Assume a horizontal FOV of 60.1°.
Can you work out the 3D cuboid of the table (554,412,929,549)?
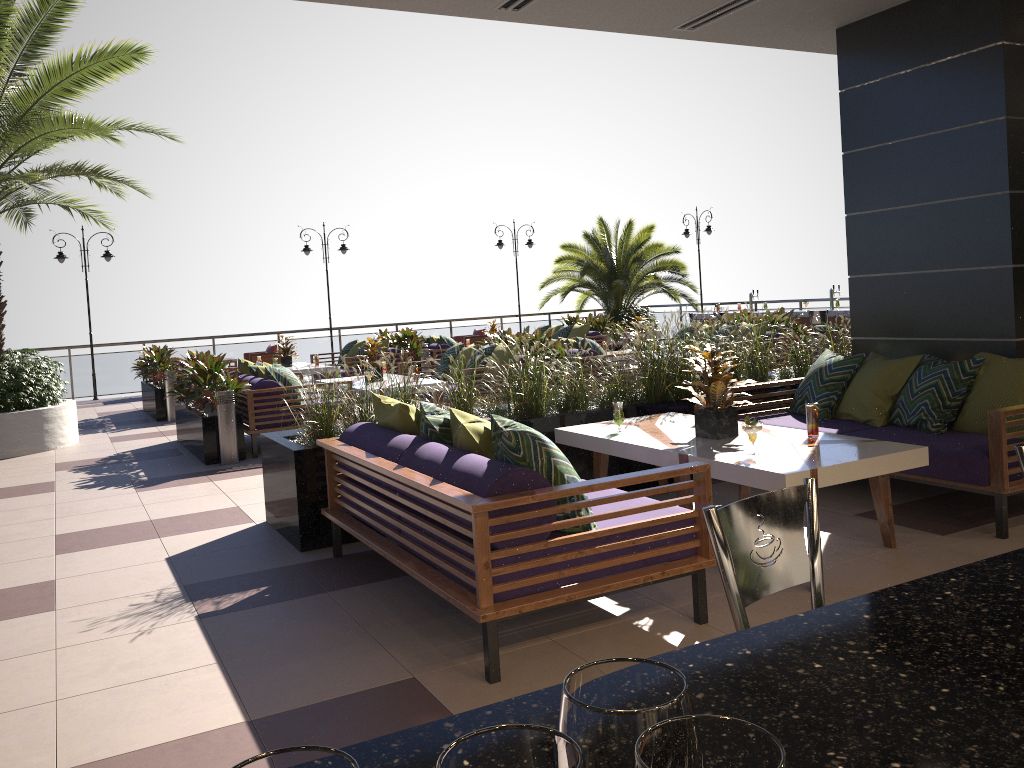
[{"bbox_3d":[1.175,0.573,5.041,0.943,0.552,2.039,-6,6,-27],"label":"table"}]

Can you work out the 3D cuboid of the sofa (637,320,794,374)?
[{"bbox_3d":[2.838,-0.430,12.682,1.121,0.917,2.129,-6,5,-27],"label":"sofa"}]

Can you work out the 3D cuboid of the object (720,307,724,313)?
[{"bbox_3d":[4.241,-1.454,17.909,0.105,0.208,0.106,-2,3,38],"label":"object"}]

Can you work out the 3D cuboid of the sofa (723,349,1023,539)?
[{"bbox_3d":[2.493,0.246,5.715,1.121,0.917,2.129,-6,5,-27],"label":"sofa"}]

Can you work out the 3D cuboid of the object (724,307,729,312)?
[{"bbox_3d":[4.342,-1.464,17.948,0.105,0.208,0.106,-2,3,38],"label":"object"}]

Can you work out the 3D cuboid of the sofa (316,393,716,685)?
[{"bbox_3d":[-0.120,0.535,4.365,1.121,0.917,2.129,-6,5,-27],"label":"sofa"}]

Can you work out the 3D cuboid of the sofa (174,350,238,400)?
[{"bbox_3d":[-4.644,-0.074,13.835,1.121,0.917,2.129,-6,5,-27],"label":"sofa"}]

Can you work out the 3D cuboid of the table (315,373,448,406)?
[{"bbox_3d":[-1.563,0.240,10.403,0.943,0.552,2.039,-6,6,-27],"label":"table"}]

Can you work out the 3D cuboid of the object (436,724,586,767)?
[{"bbox_3d":[0.005,0.337,0.554,0.105,0.208,0.105,-5,3,-22],"label":"object"}]

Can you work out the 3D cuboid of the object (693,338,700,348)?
[{"bbox_3d":[2.453,-0.509,11.713,0.106,0.197,0.106,-3,3,6],"label":"object"}]

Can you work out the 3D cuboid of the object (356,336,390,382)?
[{"bbox_3d":[-1.619,-0.295,10.374,0.425,0.525,0.431,-4,3,-10],"label":"object"}]

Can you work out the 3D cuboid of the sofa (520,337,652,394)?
[{"bbox_3d":[0.787,-0.204,11.627,1.121,0.917,2.129,-6,5,-27],"label":"sofa"}]

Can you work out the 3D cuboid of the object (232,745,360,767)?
[{"bbox_3d":[-0.132,0.347,0.543,0.105,0.208,0.105,-5,3,-22],"label":"object"}]

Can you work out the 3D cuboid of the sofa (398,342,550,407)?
[{"bbox_3d":[-0.535,-0.055,10.911,1.121,0.917,2.129,-6,5,-27],"label":"sofa"}]

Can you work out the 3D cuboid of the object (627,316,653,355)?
[{"bbox_3d":[1.743,-0.666,12.107,0.430,0.525,0.425,-4,3,-15],"label":"object"}]

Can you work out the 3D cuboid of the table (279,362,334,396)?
[{"bbox_3d":[-3.615,-0.006,14.372,0.943,0.552,2.039,-6,6,-27],"label":"table"}]

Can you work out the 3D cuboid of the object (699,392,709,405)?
[{"bbox_3d":[1.231,0.145,5.647,0.069,0.181,0.068,-6,3,-44],"label":"object"}]

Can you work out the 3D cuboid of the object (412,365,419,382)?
[{"bbox_3d":[-1.090,-0.123,9.985,0.067,0.189,0.085,-3,2,3],"label":"object"}]

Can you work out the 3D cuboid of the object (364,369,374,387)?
[{"bbox_3d":[-1.569,-0.073,9.729,0.106,0.197,0.106,-3,3,6],"label":"object"}]

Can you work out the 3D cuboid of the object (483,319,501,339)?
[{"bbox_3d":[-0.340,-0.914,16.114,0.425,0.525,0.431,-4,3,0],"label":"object"}]

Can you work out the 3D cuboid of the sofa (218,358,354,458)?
[{"bbox_3d":[-2.591,0.171,9.863,1.121,0.917,2.129,-6,5,-27],"label":"sofa"}]

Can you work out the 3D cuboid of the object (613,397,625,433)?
[{"bbox_3d":[0.650,0.188,5.408,0.069,0.211,0.068,-6,3,-44],"label":"object"}]

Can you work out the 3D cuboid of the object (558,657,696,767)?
[{"bbox_3d":[0.089,0.323,0.653,0.105,0.208,0.105,-5,3,-22],"label":"object"}]

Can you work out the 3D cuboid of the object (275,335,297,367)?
[{"bbox_3d":[-3.669,-0.539,14.329,0.430,0.525,0.426,-3,3,5],"label":"object"}]

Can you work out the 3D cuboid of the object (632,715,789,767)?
[{"bbox_3d":[0.128,0.330,0.551,0.105,0.208,0.105,-5,3,-22],"label":"object"}]

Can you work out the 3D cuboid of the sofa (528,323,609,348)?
[{"bbox_3d":[0.785,-0.676,16.654,1.121,0.917,2.129,-6,5,-27],"label":"sofa"}]

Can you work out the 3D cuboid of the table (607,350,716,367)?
[{"bbox_3d":[1.808,-0.133,12.146,0.943,0.552,2.039,-6,6,-27],"label":"table"}]

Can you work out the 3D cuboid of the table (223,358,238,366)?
[{"bbox_3d":[-5.839,-0.176,17.443,0.741,0.588,0.756,-6,5,-27],"label":"table"}]

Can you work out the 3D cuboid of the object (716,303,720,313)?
[{"bbox_3d":[4.069,-1.493,17.465,0.067,0.189,0.085,-4,2,-2],"label":"object"}]

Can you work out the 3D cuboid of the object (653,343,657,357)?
[{"bbox_3d":[1.858,-0.437,11.424,0.069,0.181,0.069,-5,3,-39],"label":"object"}]

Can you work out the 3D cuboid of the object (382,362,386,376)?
[{"bbox_3d":[-1.602,-0.186,11.039,0.069,0.181,0.069,-3,2,6],"label":"object"}]

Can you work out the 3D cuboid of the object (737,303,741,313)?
[{"bbox_3d":[4.350,-1.456,16.931,0.068,0.181,0.069,-2,3,35],"label":"object"}]

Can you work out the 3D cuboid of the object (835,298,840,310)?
[{"bbox_3d":[5.446,-1.333,14.801,0.069,0.197,0.082,-3,2,9],"label":"object"}]

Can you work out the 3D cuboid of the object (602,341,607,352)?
[{"bbox_3d":[1.310,-0.509,12.502,0.067,0.189,0.085,-3,2,3],"label":"object"}]

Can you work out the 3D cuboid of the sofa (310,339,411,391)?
[{"bbox_3d":[-2.592,-0.301,14.890,1.121,0.917,2.129,-6,5,-27],"label":"sofa"}]

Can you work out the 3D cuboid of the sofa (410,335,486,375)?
[{"bbox_3d":[-1.270,-0.450,15.606,1.121,0.917,2.129,-6,5,-27],"label":"sofa"}]

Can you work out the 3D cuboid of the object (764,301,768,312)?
[{"bbox_3d":[4.671,-1.433,16.306,0.069,0.211,0.068,-6,3,-44],"label":"object"}]
